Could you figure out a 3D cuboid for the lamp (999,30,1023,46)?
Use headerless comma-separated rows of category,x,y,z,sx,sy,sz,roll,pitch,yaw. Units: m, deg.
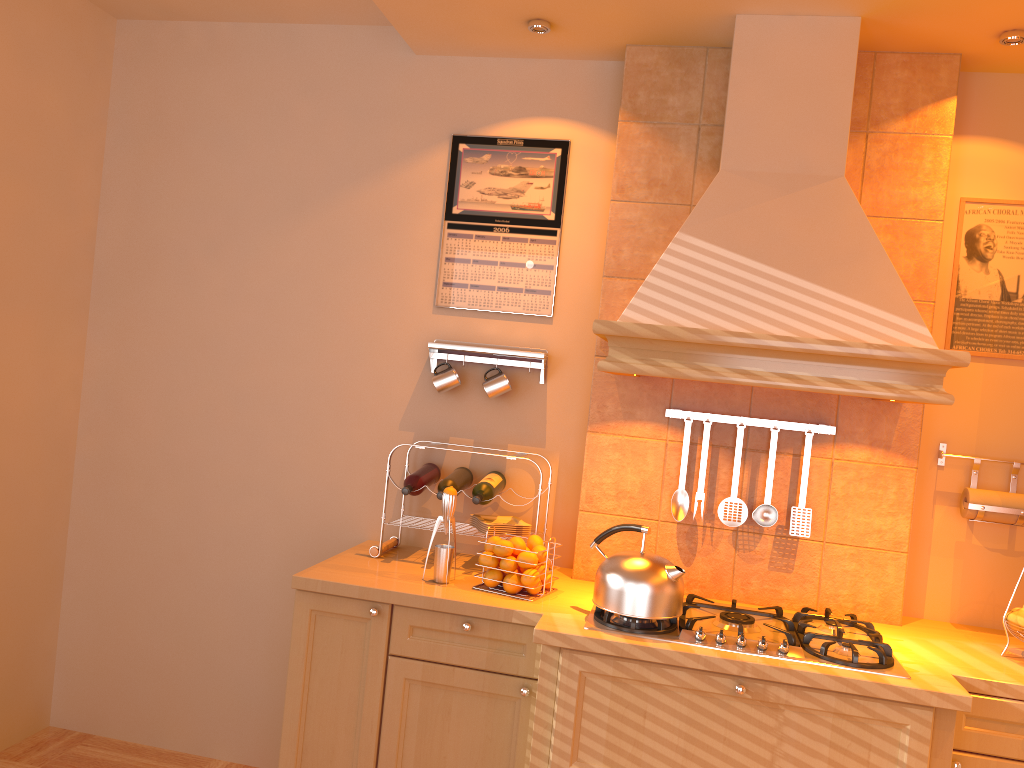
lamp,1.404,-0.967,2.482,0.070,0.021,0.070,6,1,-6

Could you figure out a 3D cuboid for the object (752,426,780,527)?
object,0.784,0.281,2.711,0.077,0.309,0.037,6,1,11

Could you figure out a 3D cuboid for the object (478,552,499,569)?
object,-0.067,0.520,2.609,0.063,0.051,0.053,6,1,30

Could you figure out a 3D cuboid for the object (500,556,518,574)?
object,-0.009,0.527,2.589,0.052,0.053,0.062,6,1,33

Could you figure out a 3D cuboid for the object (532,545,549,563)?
object,0.082,0.503,2.621,0.051,0.053,0.063,6,1,-16

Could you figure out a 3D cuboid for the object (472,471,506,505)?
object,-0.083,0.342,2.898,0.076,0.095,0.282,6,1,11

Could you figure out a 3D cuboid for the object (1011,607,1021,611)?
object,1.428,0.658,2.493,0.053,0.057,0.056,6,1,-12

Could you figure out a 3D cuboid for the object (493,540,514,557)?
object,-0.025,0.481,2.591,0.063,0.051,0.053,6,1,19

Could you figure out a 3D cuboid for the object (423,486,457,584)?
object,-0.210,0.444,2.639,0.088,0.288,0.101,6,1,11

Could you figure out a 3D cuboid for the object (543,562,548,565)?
object,0.082,0.538,2.676,0.053,0.054,0.061,6,1,17

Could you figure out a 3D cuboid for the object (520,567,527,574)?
object,0.050,0.547,2.622,0.051,0.053,0.062,6,1,-21

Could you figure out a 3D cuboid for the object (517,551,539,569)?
object,0.045,0.511,2.576,0.061,0.052,0.053,6,1,-16

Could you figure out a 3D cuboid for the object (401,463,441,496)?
object,-0.309,0.319,2.943,0.076,0.095,0.282,6,1,11

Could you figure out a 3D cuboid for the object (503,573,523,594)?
object,0.004,0.580,2.585,0.064,0.063,0.074,6,1,-8

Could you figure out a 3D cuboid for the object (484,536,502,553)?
object,-0.053,0.481,2.636,0.052,0.060,0.057,5,1,-41

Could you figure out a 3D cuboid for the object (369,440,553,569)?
object,-0.146,0.401,2.917,0.572,0.379,0.221,6,1,11

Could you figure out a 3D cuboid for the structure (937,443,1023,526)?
structure,1.477,0.310,2.695,0.320,0.220,0.126,6,1,11

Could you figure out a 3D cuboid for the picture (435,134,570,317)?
picture,-0.035,-0.550,3.059,0.417,0.605,0.009,6,1,11

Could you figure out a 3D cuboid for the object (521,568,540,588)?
object,0.052,0.559,2.553,0.052,0.054,0.061,6,1,38

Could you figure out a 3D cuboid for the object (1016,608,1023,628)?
object,1.387,0.630,2.373,0.065,0.063,0.056,6,1,-13

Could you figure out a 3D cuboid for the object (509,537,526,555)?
object,0.015,0.481,2.635,0.051,0.053,0.063,5,1,-27

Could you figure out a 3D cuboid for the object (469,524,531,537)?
object,-0.040,0.480,2.885,0.163,0.011,0.172,6,1,-20

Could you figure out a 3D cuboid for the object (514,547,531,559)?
object,0.032,0.514,2.674,0.055,0.051,0.061,5,1,-35

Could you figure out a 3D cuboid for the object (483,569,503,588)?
object,-0.054,0.568,2.601,0.060,0.057,0.052,5,1,-27

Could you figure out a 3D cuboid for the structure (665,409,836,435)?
structure,0.727,0.115,2.722,0.506,0.024,0.009,6,1,11

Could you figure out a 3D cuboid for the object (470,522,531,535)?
object,-0.040,0.474,2.885,0.163,0.011,0.172,6,1,-20

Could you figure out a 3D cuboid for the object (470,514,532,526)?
object,-0.037,0.447,2.885,0.163,0.011,0.172,6,1,-20

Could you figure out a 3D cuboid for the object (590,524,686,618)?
object,0.346,0.491,2.402,0.251,0.215,0.242,6,1,-2

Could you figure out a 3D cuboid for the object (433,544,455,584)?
object,-0.205,0.536,2.638,0.060,0.106,0.060,6,1,-21

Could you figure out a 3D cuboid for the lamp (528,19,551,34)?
lamp,0.085,-1.103,2.742,0.070,0.021,0.070,6,1,-6

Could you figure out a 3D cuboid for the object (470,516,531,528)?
object,-0.038,0.454,2.885,0.163,0.011,0.172,6,1,-20

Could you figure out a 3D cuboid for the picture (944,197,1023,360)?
picture,1.559,-0.322,2.745,0.366,0.491,0.007,6,1,11

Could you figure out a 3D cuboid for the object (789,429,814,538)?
object,0.882,0.298,2.673,0.061,0.323,0.020,6,1,11

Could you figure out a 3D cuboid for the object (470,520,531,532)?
object,-0.039,0.467,2.885,0.163,0.011,0.172,6,1,-20

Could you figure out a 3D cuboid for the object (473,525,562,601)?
object,0.020,0.524,2.640,0.207,0.174,0.189,6,1,26

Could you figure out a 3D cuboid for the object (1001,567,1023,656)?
object,1.493,0.574,2.412,0.265,0.376,0.265,5,1,-30

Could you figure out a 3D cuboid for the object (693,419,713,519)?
object,0.589,0.266,2.737,0.028,0.319,0.006,6,1,11

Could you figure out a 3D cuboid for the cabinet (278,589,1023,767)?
cabinet,0.725,1.147,2.318,2.850,0.840,1.141,6,1,11

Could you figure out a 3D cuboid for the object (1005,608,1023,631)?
object,1.392,0.647,2.437,0.063,0.063,0.063,6,1,23

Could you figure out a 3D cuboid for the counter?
counter,0.511,0.682,2.553,2.250,0.038,0.770,6,1,11

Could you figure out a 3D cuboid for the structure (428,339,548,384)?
structure,-0.087,-0.079,3.034,0.405,0.118,0.069,6,1,11

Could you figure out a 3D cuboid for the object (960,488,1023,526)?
object,1.468,0.371,2.684,0.186,0.094,0.096,6,1,12

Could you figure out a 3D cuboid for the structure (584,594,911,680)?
structure,0.623,0.652,2.455,0.797,0.051,0.494,6,1,11

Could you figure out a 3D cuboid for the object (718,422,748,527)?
object,0.687,0.277,2.713,0.090,0.320,0.017,6,1,11

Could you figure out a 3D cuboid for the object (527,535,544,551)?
object,0.071,0.488,2.687,0.050,0.060,0.059,5,1,-29

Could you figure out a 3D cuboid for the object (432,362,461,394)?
object,-0.223,-0.018,3.037,0.103,0.111,0.066,6,1,4

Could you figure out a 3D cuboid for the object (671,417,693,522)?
object,0.530,0.262,2.738,0.055,0.323,0.028,6,1,11

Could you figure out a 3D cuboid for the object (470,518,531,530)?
object,-0.038,0.460,2.885,0.163,0.011,0.172,6,1,-20

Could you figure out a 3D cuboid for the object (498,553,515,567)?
object,-0.021,0.522,2.644,0.064,0.053,0.051,5,1,-26

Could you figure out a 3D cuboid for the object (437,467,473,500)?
object,-0.196,0.331,2.921,0.076,0.095,0.282,6,1,11

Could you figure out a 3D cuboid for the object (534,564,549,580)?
object,0.080,0.553,2.617,0.051,0.055,0.061,6,1,40

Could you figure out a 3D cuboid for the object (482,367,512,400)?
object,-0.049,0.000,3.002,0.103,0.111,0.066,6,1,4

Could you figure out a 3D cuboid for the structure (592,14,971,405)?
structure,1.153,-0.409,0.933,1.061,1.148,4.091,6,1,-15
